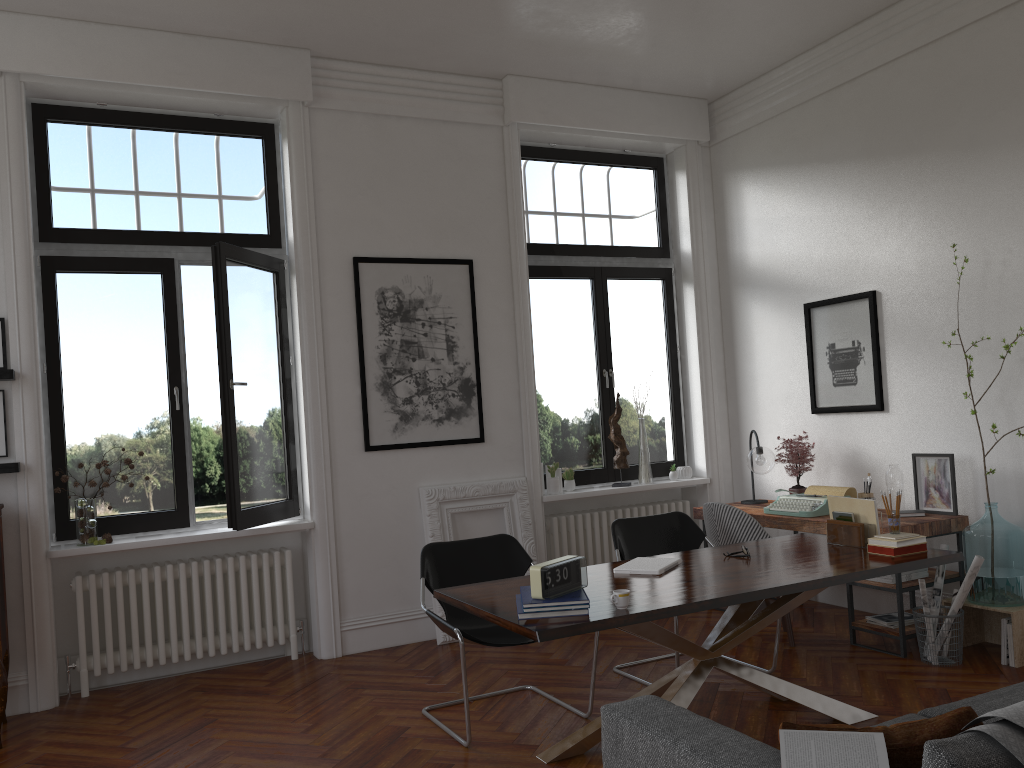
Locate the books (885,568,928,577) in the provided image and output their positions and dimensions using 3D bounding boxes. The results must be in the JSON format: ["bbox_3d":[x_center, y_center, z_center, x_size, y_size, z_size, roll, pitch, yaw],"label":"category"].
[{"bbox_3d":[2.270,1.095,5.262,0.308,0.038,0.226,-3,-2,-26],"label":"books"}]

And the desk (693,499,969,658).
[{"bbox_3d":[2.054,1.229,5.929,0.647,0.757,1.800,-3,-2,-26],"label":"desk"}]

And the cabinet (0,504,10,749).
[{"bbox_3d":[-3.242,1.287,4.429,1.265,1.217,0.641,-3,-1,-26],"label":"cabinet"}]

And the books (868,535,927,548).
[{"bbox_3d":[1.824,0.740,4.198,0.207,0.028,0.164,-3,-2,-28],"label":"books"}]

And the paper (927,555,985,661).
[{"bbox_3d":[2.410,1.226,4.819,0.330,0.609,0.047,-5,-1,44],"label":"paper"}]

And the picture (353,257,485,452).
[{"bbox_3d":[-0.639,-0.220,6.196,0.882,1.323,0.035,-3,-1,-26],"label":"picture"}]

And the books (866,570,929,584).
[{"bbox_3d":[2.268,1.130,5.251,0.308,0.038,0.226,-3,-2,-27],"label":"books"}]

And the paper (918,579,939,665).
[{"bbox_3d":[2.293,1.311,4.881,0.073,0.478,0.033,-4,-1,11],"label":"paper"}]

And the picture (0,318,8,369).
[{"bbox_3d":[-3.026,-0.222,5.011,0.289,0.303,0.020,-3,-1,-26],"label":"picture"}]

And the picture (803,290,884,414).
[{"bbox_3d":[2.329,-0.206,6.242,0.050,0.815,0.634,-3,-1,-26],"label":"picture"}]

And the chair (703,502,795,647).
[{"bbox_3d":[1.528,1.179,5.653,0.547,0.899,0.717,-3,-2,-34],"label":"chair"}]

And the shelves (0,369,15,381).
[{"bbox_3d":[-3.499,-0.020,4.692,1.514,0.055,0.158,-3,-2,-26],"label":"shelves"}]

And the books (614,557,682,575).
[{"bbox_3d":[0.648,0.863,4.207,0.231,0.026,0.325,-5,-2,29],"label":"books"}]

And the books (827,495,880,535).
[{"bbox_3d":[1.748,0.695,4.532,0.043,0.239,0.310,-3,-2,-26],"label":"books"}]

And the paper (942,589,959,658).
[{"bbox_3d":[2.455,1.345,4.968,0.126,0.388,0.026,-4,-1,-4],"label":"paper"}]

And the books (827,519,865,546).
[{"bbox_3d":[1.682,0.753,4.471,0.028,0.124,0.221,-3,-2,-26],"label":"books"}]

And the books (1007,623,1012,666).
[{"bbox_3d":[2.740,1.399,4.786,0.170,0.232,0.012,-3,-1,-26],"label":"books"}]

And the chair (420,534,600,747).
[{"bbox_3d":[-0.058,1.244,4.461,0.752,0.872,0.746,-3,-2,-26],"label":"chair"}]

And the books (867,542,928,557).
[{"bbox_3d":[1.821,0.774,4.190,0.215,0.040,0.159,-3,-2,-24],"label":"books"}]

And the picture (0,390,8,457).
[{"bbox_3d":[-3.041,0.232,4.985,0.343,0.384,0.020,-3,-1,-26],"label":"picture"}]

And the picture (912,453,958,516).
[{"bbox_3d":[2.586,0.610,5.427,0.023,0.369,0.283,-3,-1,-26],"label":"picture"}]

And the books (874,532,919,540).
[{"bbox_3d":[1.828,0.721,4.214,0.159,0.008,0.128,-3,-2,-25],"label":"books"}]

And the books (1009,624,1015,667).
[{"bbox_3d":[2.745,1.399,4.774,0.170,0.232,0.012,-3,-1,-26],"label":"books"}]

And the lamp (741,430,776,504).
[{"bbox_3d":[1.802,0.612,6.534,0.207,0.549,0.442,-4,-1,-3],"label":"lamp"}]

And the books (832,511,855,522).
[{"bbox_3d":[1.703,0.732,4.530,0.041,0.157,0.128,-3,-1,-26],"label":"books"}]

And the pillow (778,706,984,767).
[{"bbox_3d":[0.895,0.967,2.172,0.470,0.396,0.330,-4,-1,11],"label":"pillow"}]

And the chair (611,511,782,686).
[{"bbox_3d":[0.996,1.195,4.980,0.752,0.872,0.746,-3,-2,-26],"label":"chair"}]

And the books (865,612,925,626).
[{"bbox_3d":[2.285,1.397,5.289,0.268,0.014,0.196,-3,-2,-15],"label":"books"}]

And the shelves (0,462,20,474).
[{"bbox_3d":[-3.466,0.502,4.685,1.514,0.055,0.156,-3,-2,-26],"label":"shelves"}]

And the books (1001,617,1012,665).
[{"bbox_3d":[2.732,1.389,4.817,0.187,0.257,0.054,-3,-1,-26],"label":"books"}]

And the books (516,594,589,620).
[{"bbox_3d":[0.151,0.864,3.477,0.264,0.027,0.347,-4,-2,-1],"label":"books"}]

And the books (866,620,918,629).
[{"bbox_3d":[2.286,1.413,5.289,0.267,0.014,0.196,-3,-2,-27],"label":"books"}]

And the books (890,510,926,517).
[{"bbox_3d":[2.409,0.793,5.435,0.213,0.031,0.129,-4,-2,11],"label":"books"}]

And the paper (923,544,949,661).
[{"bbox_3d":[2.401,1.235,5.022,0.294,0.626,0.048,-3,-1,-34],"label":"paper"}]

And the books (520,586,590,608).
[{"bbox_3d":[0.161,0.825,3.469,0.250,0.017,0.344,-4,-2,-1],"label":"books"}]

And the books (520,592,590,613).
[{"bbox_3d":[0.162,0.841,3.469,0.250,0.017,0.344,-4,-2,-1],"label":"books"}]

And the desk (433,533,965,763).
[{"bbox_3d":[0.886,1.226,4.036,2.225,0.751,1.031,-3,-2,-26],"label":"desk"}]

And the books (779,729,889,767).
[{"bbox_3d":[0.698,0.835,1.912,0.225,0.096,0.278,-4,-2,16],"label":"books"}]
